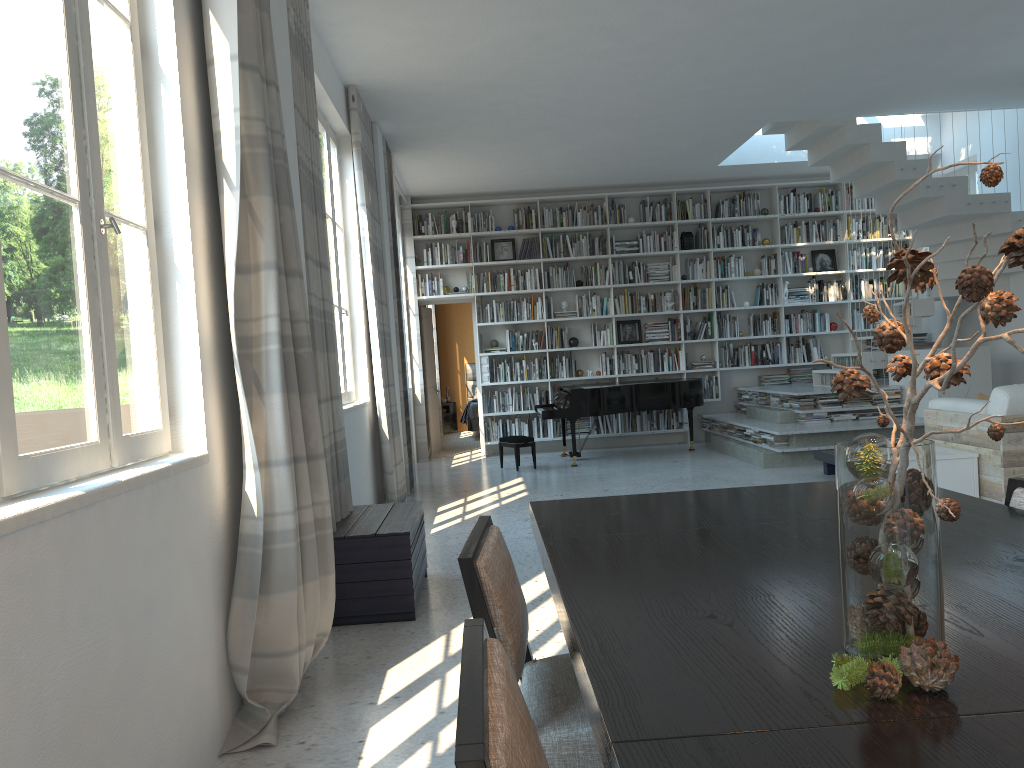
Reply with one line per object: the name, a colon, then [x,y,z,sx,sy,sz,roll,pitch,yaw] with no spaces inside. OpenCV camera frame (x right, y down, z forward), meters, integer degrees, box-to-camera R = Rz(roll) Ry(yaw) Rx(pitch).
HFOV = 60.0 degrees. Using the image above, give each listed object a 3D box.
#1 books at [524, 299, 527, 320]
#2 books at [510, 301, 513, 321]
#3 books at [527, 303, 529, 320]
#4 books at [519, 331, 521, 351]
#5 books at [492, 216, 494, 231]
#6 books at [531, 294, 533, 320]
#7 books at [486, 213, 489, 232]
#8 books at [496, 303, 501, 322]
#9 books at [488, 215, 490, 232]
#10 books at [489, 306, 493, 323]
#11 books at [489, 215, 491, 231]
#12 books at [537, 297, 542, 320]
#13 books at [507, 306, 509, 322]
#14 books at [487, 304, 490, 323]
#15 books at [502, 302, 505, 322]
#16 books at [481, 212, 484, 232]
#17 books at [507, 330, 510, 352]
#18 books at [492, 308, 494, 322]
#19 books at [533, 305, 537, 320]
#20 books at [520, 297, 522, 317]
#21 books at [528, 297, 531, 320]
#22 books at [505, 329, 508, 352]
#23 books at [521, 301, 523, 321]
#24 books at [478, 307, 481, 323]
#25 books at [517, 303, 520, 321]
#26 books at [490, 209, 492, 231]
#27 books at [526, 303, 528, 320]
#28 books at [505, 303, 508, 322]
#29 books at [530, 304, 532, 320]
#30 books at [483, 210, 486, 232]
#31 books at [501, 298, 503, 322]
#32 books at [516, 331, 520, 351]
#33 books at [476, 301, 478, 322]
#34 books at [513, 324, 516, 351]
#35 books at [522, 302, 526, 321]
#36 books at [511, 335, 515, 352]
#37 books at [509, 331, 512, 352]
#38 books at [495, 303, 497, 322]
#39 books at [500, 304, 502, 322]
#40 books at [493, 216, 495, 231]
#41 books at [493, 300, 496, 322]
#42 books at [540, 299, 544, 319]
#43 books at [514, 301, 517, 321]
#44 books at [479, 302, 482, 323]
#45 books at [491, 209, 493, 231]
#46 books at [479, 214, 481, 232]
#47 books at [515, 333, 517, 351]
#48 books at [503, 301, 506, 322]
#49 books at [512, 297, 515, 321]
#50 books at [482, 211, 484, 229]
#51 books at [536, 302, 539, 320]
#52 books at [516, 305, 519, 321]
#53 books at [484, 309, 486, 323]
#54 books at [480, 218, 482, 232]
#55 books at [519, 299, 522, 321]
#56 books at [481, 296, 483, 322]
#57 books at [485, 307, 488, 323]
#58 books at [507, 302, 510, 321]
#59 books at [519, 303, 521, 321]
books: [0.166,-0.917,11.008,0.015,0.275,0.157,-4,2,-2]
books: [-0.006,-0.897,11.026,0.048,0.256,0.141,-4,2,-2]
books: [0.197,-0.892,11.028,0.021,0.221,0.148,-4,2,-2]
books: [0.094,-0.532,11.017,0.011,0.250,0.172,-4,2,-2]
books: [-0.233,-1.959,10.971,0.014,0.202,0.170,-4,2,-2]
books: [0.250,-0.948,11.019,0.035,0.326,0.170,-4,2,-2]
books: [-0.303,-1.980,10.969,0.013,0.253,0.129,-4,2,-2]
books: [-0.168,-0.880,11.023,0.049,0.243,0.139,-4,2,-2]
books: [-0.289,-1.964,10.961,0.013,0.220,0.181,-4,2,-2]
books: [-0.259,-0.853,10.984,0.028,0.204,0.188,-4,2,-2]
books: [-0.271,-1.962,10.955,0.021,0.214,0.173,-4,2,-2]
books: [0.342,-0.934,11.030,0.027,0.286,0.148,-4,2,-2]
books: [-0.056,-0.868,11.026,0.010,0.204,0.139,-4,2,-2]
books: [-0.286,-0.868,10.993,0.022,0.236,0.177,-4,2,-2]
books: [-0.107,-0.885,10.996,0.021,0.247,0.188,-4,2,-2]
books: [-0.365,-1.980,10.960,0.016,0.261,0.154,-4,2,-2]
books: [-0.048,-0.534,11.019,0.024,0.273,0.150,-4,2,-2]
books: [-0.236,-0.848,11.029,0.021,0.188,0.129,-4,2,-2]
books: [0.287,-0.879,11.025,0.030,0.183,0.151,-4,2,-2]
books: [0.113,-0.929,11.030,0.011,0.304,0.129,-4,2,-2]
books: [0.212,-0.929,11.032,0.015,0.293,0.143,-4,2,-2]
books: [-0.067,-0.539,11.020,0.012,0.285,0.159,-4,2,-2]
books: [0.126,-0.903,11.026,0.011,0.252,0.139,-4,2,-2]
books: [-0.408,-0.847,11.000,0.026,0.209,0.155,-4,2,-2]
books: [0.080,-0.888,11.008,0.013,0.229,0.177,-4,2,-2]
books: [-0.261,-2.007,10.974,0.007,0.301,0.145,-4,2,-2]
books: [0.181,-0.889,11.023,0.012,0.217,0.160,-4,2,-2]
books: [-0.073,-0.882,10.998,0.024,0.237,0.166,-4,2,-2]
books: [0.230,-0.885,11.019,0.013,0.203,0.161,-4,2,-2]
books: [-0.342,-1.990,10.944,0.015,0.279,0.190,-4,2,-2]
books: [-0.125,-0.907,11.003,0.011,0.293,0.183,-4,2,-2]
books: [0.076,-0.530,11.035,0.022,0.249,0.129,-4,2,-2]
books: [-0.430,-0.884,11.007,0.012,0.285,0.159,-4,2,-2]
books: [0.027,-0.571,11.033,0.011,0.336,0.153,-4,2,-2]
books: [0.145,-0.900,11.037,0.028,0.242,0.131,-4,2,-2]
books: [0.012,-0.505,11.001,0.029,0.208,0.189,-4,2,-2]
books: [-0.021,-0.527,11.028,0.031,0.255,0.143,-4,2,-2]
books: [-0.198,-0.879,10.998,0.011,0.246,0.176,-4,2,-2]
books: [-0.135,-0.875,11.005,0.014,0.230,0.148,-4,2,-2]
books: [-0.220,-1.964,10.981,0.013,0.210,0.136,-4,2,-2]
books: [-0.216,-0.895,11.006,0.023,0.281,0.174,-4,2,-2]
books: [0.375,-0.922,11.033,0.036,0.257,0.123,-4,2,-2]
books: [0.041,-0.900,11.020,0.021,0.256,0.156,-4,2,-2]
books: [-0.386,-0.876,10.983,0.027,0.266,0.176,-4,2,-2]
books: [-0.250,-2.004,10.986,0.015,0.293,0.130,-4,2,-2]
books: [-0.393,-1.969,10.963,0.016,0.243,0.156,-4,2,-2]
books: [0.050,-0.520,11.041,0.030,0.231,0.147,-4,2,-2]
books: [-0.092,-0.898,11.014,0.011,0.271,0.157,-4,2,-2]
books: [0.023,-0.920,11.008,0.013,0.300,0.151,-4,2,-2]
books: [-0.354,-1.986,10.959,0.007,0.272,0.154,-4,2,-2]
books: [0.316,-0.901,11.026,0.031,0.223,0.144,-4,2,-2]
books: [0.063,-0.875,11.022,0.021,0.205,0.130,-4,2,-2]
books: [-0.340,-0.838,10.990,0.037,0.182,0.189,-4,2,-2]
books: [-0.378,-1.945,10.974,0.014,0.192,0.146,-4,2,-2]
books: [0.104,-0.912,11.015,0.012,0.272,0.145,-4,2,-2]
books: [-0.369,-0.911,10.980,0.012,0.334,0.184,-4,2,-2]
books: [-0.317,-0.853,11.008,0.042,0.209,0.143,-4,2,-2]
books: [-0.040,-0.887,11.007,0.023,0.242,0.184,-4,2,-2]
books: [0.093,-0.889,11.020,0.013,0.228,0.151,-4,2,-2]
